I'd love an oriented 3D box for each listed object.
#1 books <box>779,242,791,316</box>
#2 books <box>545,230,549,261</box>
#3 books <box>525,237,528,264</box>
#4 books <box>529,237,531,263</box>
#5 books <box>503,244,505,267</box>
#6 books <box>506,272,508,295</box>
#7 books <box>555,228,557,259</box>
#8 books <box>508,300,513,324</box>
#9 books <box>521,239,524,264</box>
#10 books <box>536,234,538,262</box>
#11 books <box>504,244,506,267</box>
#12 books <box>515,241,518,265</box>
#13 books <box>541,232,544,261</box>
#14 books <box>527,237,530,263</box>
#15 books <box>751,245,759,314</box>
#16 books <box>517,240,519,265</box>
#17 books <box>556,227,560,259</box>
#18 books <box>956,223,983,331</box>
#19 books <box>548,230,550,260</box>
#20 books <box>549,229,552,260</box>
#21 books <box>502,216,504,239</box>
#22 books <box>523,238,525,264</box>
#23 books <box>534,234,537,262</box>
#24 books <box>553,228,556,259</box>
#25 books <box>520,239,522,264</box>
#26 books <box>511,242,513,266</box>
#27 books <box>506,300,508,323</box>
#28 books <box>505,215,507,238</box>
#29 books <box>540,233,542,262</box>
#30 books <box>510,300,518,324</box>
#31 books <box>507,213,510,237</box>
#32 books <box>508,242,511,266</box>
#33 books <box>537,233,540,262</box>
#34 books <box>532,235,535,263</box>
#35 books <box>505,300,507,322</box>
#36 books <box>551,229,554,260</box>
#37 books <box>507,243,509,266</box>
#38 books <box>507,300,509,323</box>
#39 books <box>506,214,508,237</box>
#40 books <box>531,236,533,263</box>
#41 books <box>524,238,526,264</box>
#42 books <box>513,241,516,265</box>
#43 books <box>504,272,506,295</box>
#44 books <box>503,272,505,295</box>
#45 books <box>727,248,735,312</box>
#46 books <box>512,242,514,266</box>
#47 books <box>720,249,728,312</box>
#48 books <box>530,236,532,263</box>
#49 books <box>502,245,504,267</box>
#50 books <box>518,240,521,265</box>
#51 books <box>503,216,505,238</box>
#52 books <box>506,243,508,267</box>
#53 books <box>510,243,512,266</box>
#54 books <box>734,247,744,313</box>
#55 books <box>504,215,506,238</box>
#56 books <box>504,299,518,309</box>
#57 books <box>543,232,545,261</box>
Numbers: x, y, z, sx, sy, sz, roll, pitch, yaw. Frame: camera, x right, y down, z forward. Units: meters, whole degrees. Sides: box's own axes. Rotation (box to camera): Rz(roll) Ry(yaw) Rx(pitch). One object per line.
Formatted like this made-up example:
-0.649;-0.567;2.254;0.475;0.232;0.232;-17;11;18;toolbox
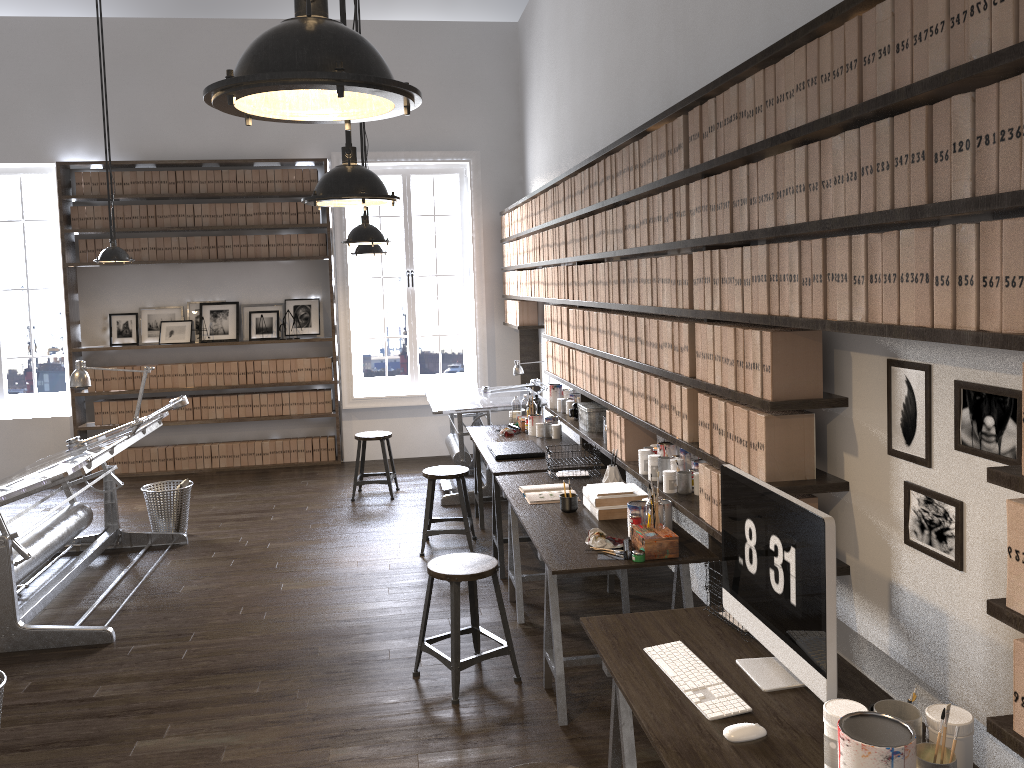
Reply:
0.913;-0.322;2.706;0.174;0.225;0.067;-3;4;-8;books
0.339;-1.012;6.481;0.174;0.225;0.067;-3;4;-8;books
0.206;-1.114;7.393;0.174;0.225;0.067;-3;4;-8;books
0.232;-1.098;7.255;0.174;0.225;0.067;-3;4;-8;books
0.004;-1.271;8.756;0.174;0.225;0.067;-3;4;-8;books
0.031;-0.986;8.655;0.174;0.225;0.067;-3;4;-8;books
0.396;-0.975;6.144;0.174;0.225;0.067;-3;4;-8;books
0.060;-0.694;8.528;0.174;0.225;0.067;-3;4;-8;books
0.175;-1.136;7.592;0.174;0.225;0.067;-3;4;-8;books
0.283;-1.059;6.906;0.174;0.225;0.067;-3;4;-8;books
0.017;-1.263;8.685;0.174;0.225;0.067;-3;4;-8;books
0.124;-1.175;7.943;0.174;0.225;0.067;-3;4;-8;books
0.310;-1.035;6.688;0.174;0.225;0.067;-3;4;-8;books
0.220;-1.106;7.324;0.174;0.225;0.067;-3;4;-8;books
0.882;-0.345;2.909;0.174;0.225;0.067;-3;4;-8;books
0.141;-1.167;7.870;0.174;0.225;0.067;-3;4;-8;books
0.399;-0.966;6.074;0.174;0.225;0.067;-3;4;-8;books
1.035;-0.228;1.865;0.174;0.225;0.067;-3;4;-8;books
0.353;-1.005;6.416;0.174;0.225;0.067;-3;4;-8;books
0.361;-0.998;6.353;0.174;0.225;0.067;-3;4;-8;books
-0.007;-1.548;8.745;0.174;0.225;0.067;-3;4;-8;books
0.189;-1.129;7.527;0.174;0.225;0.067;-3;4;-8;books
0.269;-1.068;6.981;0.174;0.225;0.067;-3;4;-8;books
0.384;-0.982;6.213;0.174;0.225;0.067;-3;4;-8;books
0.161;-1.151;7.730;0.174;0.225;0.067;-3;4;-8;books
0.083;-1.205;8.215;0.174;0.225;0.067;-3;4;-8;books
0.037;-0.717;8.728;0.174;0.225;0.067;-3;4;-8;books
0.029;-1.525;8.537;0.174;0.225;0.067;-3;4;-8;books
0.305;-1.043;6.759;0.174;0.225;0.067;-3;4;-8;books
0.074;-0.687;8.457;0.174;0.225;0.067;-3;4;-8;books
0.048;-1.509;8.395;0.174;0.225;0.067;-3;4;-8;books
0.059;-1.234;8.420;0.174;0.225;0.067;-3;4;-8;books
0.288;-1.051;6.832;0.174;0.225;0.067;-3;4;-8;books
0.256;-1.074;7.042;0.174;0.225;0.067;-3;4;-8;books
0.021;-0.725;8.800;0.174;0.225;0.067;-3;4;-8;books
0.370;-0.990;6.282;0.174;0.225;0.067;-3;4;-8;books
0.048;-1.242;8.490;0.174;0.225;0.067;-3;4;-8;books
0.049;-0.702;8.600;0.174;0.225;0.067;-3;4;-8;books
0.035;-1.517;8.467;0.174;0.225;0.067;-3;4;-8;books
0.245;-1.082;7.114;0.174;0.225;0.067;-3;4;-8;books
0.197;-1.122;7.465;0.174;0.225;0.067;-3;4;-8;books
0.107;-1.191;8.082;0.174;0.225;0.067;-3;4;-8;books
0.015;-1.002;8.796;0.174;0.225;0.067;-3;4;-8;books
-0.001;-1.009;8.861;0.174;0.225;0.067;-3;4;-8;books
0.853;-0.367;3.112;0.174;0.225;0.067;-3;4;-8;books
0.093;-1.197;8.143;0.174;0.225;0.067;-3;4;-8;books
0.844;-0.375;3.181;0.174;0.225;0.067;-3;4;-8;books
0.238;-1.091;7.186;0.174;0.225;0.067;-3;4;-8;books
-0.002;-1.279;8.826;0.174;0.225;0.067;-3;4;-8;books
0.146;-1.159;7.799;0.174;0.225;0.067;-3;4;-8;books
0.006;-1.540;8.674;0.174;0.225;0.067;-3;4;-8;books
0.033;-1.249;8.556;0.174;0.225;0.067;-3;4;-8;books
0.076;-1.213;8.287;0.174;0.225;0.067;-3;4;-8;books
0.859;-0.359;3.042;0.174;0.225;0.067;-3;4;-8;books
0.020;-1.532;8.606;0.174;0.225;0.067;-3;4;-8;books
0.015;-0.733;8.875;0.174;0.225;0.067;-3;4;-8;books
0.325;-1.027;6.619;0.174;0.225;0.067;-3;4;-8;books
